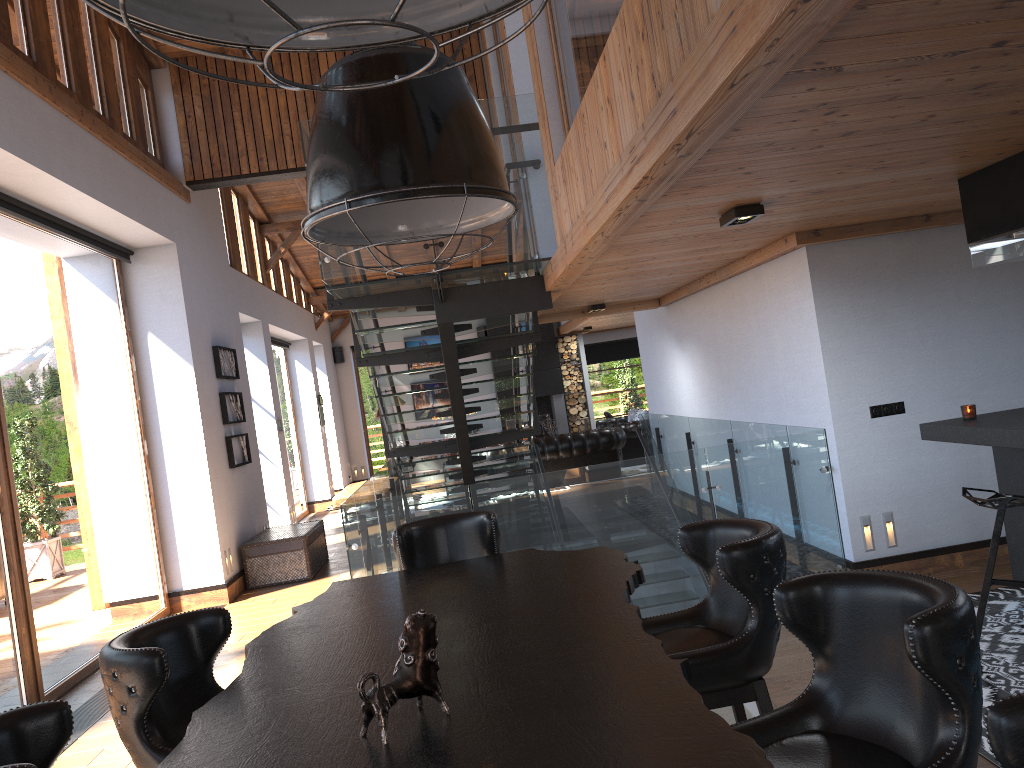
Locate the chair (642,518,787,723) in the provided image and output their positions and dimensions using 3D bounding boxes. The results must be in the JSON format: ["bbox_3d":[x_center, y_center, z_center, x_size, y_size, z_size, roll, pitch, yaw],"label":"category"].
[{"bbox_3d":[0.673,1.032,2.892,0.570,1.092,0.503,-8,-1,-5],"label":"chair"}]

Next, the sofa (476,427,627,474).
[{"bbox_3d":[0.610,1.237,14.325,2.572,0.838,1.236,-8,0,-5],"label":"sofa"}]

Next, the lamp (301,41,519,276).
[{"bbox_3d":[-0.613,-2.643,2.582,0.613,4.685,0.629,-9,-1,41],"label":"lamp"}]

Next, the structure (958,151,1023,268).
[{"bbox_3d":[2.785,-0.908,2.991,0.712,0.476,3.243,-8,0,-4],"label":"structure"}]

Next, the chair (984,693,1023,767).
[{"bbox_3d":[0.768,1.018,1.115,0.567,1.092,0.505,-9,-1,5],"label":"chair"}]

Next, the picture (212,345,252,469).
[{"bbox_3d":[-3.078,0.250,9.771,0.059,1.312,0.772,-8,-1,-4],"label":"picture"}]

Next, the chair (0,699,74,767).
[{"bbox_3d":[-0.889,1.259,1.880,0.573,1.092,0.500,-8,-1,-20],"label":"chair"}]

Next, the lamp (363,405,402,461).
[{"bbox_3d":[-2.521,1.191,17.937,0.523,1.899,1.331,-9,-1,17],"label":"lamp"}]

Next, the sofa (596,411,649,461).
[{"bbox_3d":[2.384,0.985,16.622,1.242,0.838,2.560,-8,0,-4],"label":"sofa"}]

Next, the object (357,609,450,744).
[{"bbox_3d":[-0.260,0.659,2.025,0.224,0.253,0.114,-8,-1,-42],"label":"object"}]

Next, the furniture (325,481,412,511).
[{"bbox_3d":[-2.329,1.880,14.758,1.178,0.437,2.753,-8,0,-4],"label":"furniture"}]

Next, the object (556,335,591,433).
[{"bbox_3d":[1.339,0.264,19.192,0.495,2.612,0.465,-8,-1,-5],"label":"object"}]

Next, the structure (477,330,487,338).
[{"bbox_3d":[-0.647,-1.073,19.229,0.214,0.349,0.213,-8,-1,-4],"label":"structure"}]

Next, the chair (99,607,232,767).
[{"bbox_3d":[-0.873,1.271,2.702,0.567,1.092,0.505,-9,-1,5],"label":"chair"}]

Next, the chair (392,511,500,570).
[{"bbox_3d":[-0.229,1.172,4.059,0.505,1.092,0.567,-8,-1,-5],"label":"chair"}]

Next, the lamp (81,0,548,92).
[{"bbox_3d":[-0.516,-2.667,0.996,0.613,4.685,0.629,-9,-1,41],"label":"lamp"}]

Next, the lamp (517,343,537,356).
[{"bbox_3d":[0.112,-1.512,16.508,0.263,2.202,0.798,-8,-1,-13],"label":"lamp"}]

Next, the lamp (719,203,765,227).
[{"bbox_3d":[1.166,-0.864,4.512,0.155,0.068,0.260,-8,0,-4],"label":"lamp"}]

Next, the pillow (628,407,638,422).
[{"bbox_3d":[2.358,0.677,17.112,0.283,0.469,0.528,-8,-1,-1],"label":"pillow"}]

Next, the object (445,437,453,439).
[{"bbox_3d":[-1.269,1.167,18.852,0.262,0.532,0.422,-8,-1,-35],"label":"object"}]

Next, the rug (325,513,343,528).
[{"bbox_3d":[-1.009,1.877,14.670,3.815,0.053,2.427,-8,0,-4],"label":"rug"}]

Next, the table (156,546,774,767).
[{"bbox_3d":[-0.069,1.230,2.074,1.432,0.950,3.789,-8,0,-4],"label":"table"}]

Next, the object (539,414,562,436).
[{"bbox_3d":[0.723,0.882,15.878,0.405,0.808,0.621,-9,-1,7],"label":"object"}]

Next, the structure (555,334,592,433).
[{"bbox_3d":[1.345,0.257,19.183,0.503,2.617,0.511,-8,-1,-4],"label":"structure"}]

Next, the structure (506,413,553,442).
[{"bbox_3d":[0.376,0.956,18.950,0.984,0.514,0.183,-8,-1,-5],"label":"structure"}]

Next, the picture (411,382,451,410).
[{"bbox_3d":[-1.702,0.325,19.179,0.881,0.816,0.036,-8,-1,-5],"label":"picture"}]

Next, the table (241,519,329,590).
[{"bbox_3d":[-2.482,1.861,9.802,0.685,0.470,1.252,-8,0,-4],"label":"table"}]

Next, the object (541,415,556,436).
[{"bbox_3d":[0.813,1.144,18.607,0.304,1.018,0.311,-9,-1,41],"label":"object"}]

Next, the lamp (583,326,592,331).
[{"bbox_3d":[1.569,-1.155,18.389,0.155,0.068,0.260,-8,0,-4],"label":"lamp"}]

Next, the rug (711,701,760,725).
[{"bbox_3d":[0.038,1.676,2.394,2.557,0.047,5.619,-8,0,-4],"label":"rug"}]

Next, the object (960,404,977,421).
[{"bbox_3d":[2.556,0.160,4.957,0.078,0.081,0.080,-9,-1,31],"label":"object"}]

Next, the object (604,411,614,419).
[{"bbox_3d":[1.998,0.706,18.139,0.147,0.319,0.251,-9,-1,37],"label":"object"}]

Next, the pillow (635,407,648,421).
[{"bbox_3d":[2.399,0.668,16.435,0.283,0.469,0.528,-8,-1,-1],"label":"pillow"}]

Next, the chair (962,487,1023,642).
[{"bbox_3d":[2.474,0.898,4.210,0.470,0.839,0.537,-8,-1,-4],"label":"chair"}]

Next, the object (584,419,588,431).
[{"bbox_3d":[1.591,1.147,18.868,0.270,0.795,0.261,-8,-1,-21],"label":"object"}]

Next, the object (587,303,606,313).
[{"bbox_3d":[0.878,-0.795,9.236,0.155,0.068,0.260,-8,0,-4],"label":"object"}]

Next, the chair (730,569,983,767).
[{"bbox_3d":[0.781,1.010,1.938,0.573,1.092,0.500,-8,-1,-20],"label":"chair"}]

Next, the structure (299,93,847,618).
[{"bbox_3d":[-2.219,1.652,7.222,9.230,6.399,11.002,-8,0,-4],"label":"structure"}]

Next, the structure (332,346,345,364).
[{"bbox_3d":[-3.710,-0.618,18.956,0.214,0.349,0.213,-8,-1,-4],"label":"structure"}]

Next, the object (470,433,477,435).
[{"bbox_3d":[-0.839,1.131,18.955,0.338,0.455,0.336,-9,-1,21],"label":"object"}]

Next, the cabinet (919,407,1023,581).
[{"bbox_3d":[3.023,0.677,2.780,0.890,1.104,4.791,-8,0,-4],"label":"cabinet"}]

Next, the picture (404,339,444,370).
[{"bbox_3d":[-1.849,-0.659,19.194,0.881,0.816,0.036,-8,-1,-5],"label":"picture"}]
